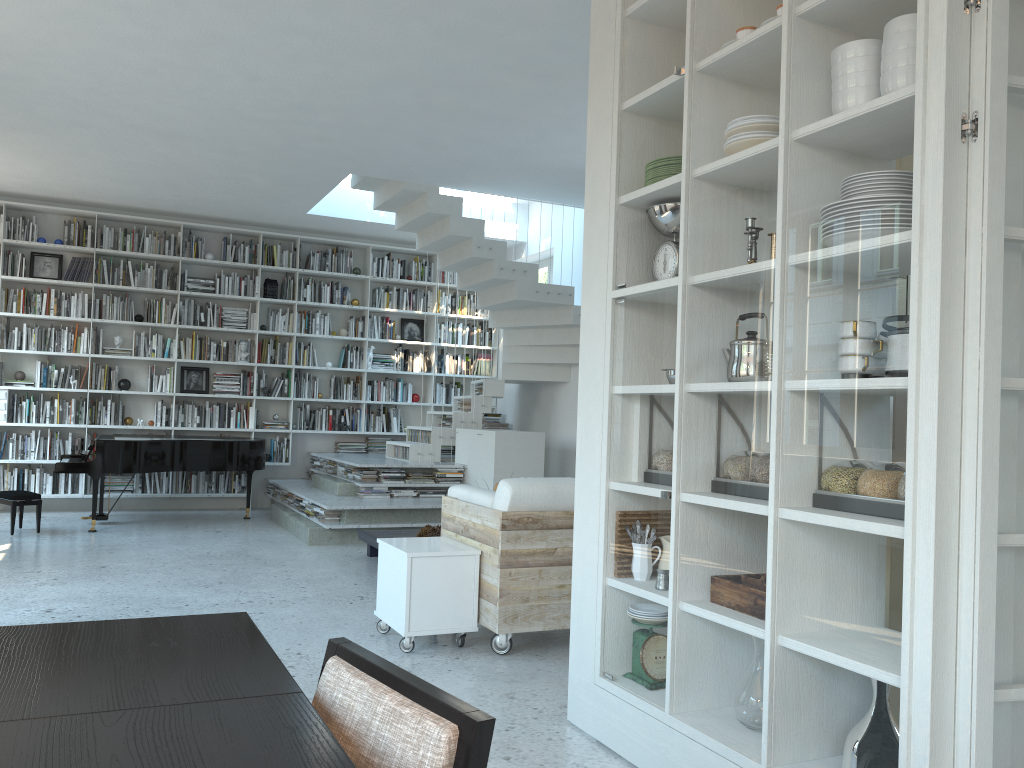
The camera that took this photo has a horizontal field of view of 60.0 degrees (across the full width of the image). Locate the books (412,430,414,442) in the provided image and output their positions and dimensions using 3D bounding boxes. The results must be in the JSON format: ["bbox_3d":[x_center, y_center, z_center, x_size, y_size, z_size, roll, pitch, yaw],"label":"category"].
[{"bbox_3d":[-1.038,0.578,9.795,0.125,0.125,0.009,3,-2,-25],"label":"books"}]

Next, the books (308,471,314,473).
[{"bbox_3d":[-2.285,1.030,10.346,0.159,0.009,0.210,3,-2,-21],"label":"books"}]

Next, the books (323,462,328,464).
[{"bbox_3d":[-1.978,0.870,9.795,0.167,0.008,0.234,3,-2,-26],"label":"books"}]

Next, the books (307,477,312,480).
[{"bbox_3d":[-2.284,1.099,10.346,0.163,0.019,0.187,3,-2,-26],"label":"books"}]

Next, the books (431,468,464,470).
[{"bbox_3d":[-0.646,0.849,8.846,0.285,0.013,0.181,3,-2,-30],"label":"books"}]

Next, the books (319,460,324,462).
[{"bbox_3d":[-2.105,0.874,10.072,0.143,0.012,0.264,3,-2,-20],"label":"books"}]

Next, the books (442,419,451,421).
[{"bbox_3d":[-0.688,0.406,10.020,0.140,0.022,0.181,3,-2,-32],"label":"books"}]

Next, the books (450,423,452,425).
[{"bbox_3d":[-0.575,0.436,9.523,0.172,0.019,0.240,2,-2,0],"label":"books"}]

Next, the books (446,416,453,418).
[{"bbox_3d":[-0.608,0.366,9.811,0.177,0.014,0.194,3,-2,-30],"label":"books"}]

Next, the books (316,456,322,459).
[{"bbox_3d":[-2.113,0.832,10.069,0.171,0.020,0.193,3,-2,-30],"label":"books"}]

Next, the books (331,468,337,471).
[{"bbox_3d":[-1.845,0.918,9.540,0.138,0.017,0.237,3,-2,-26],"label":"books"}]

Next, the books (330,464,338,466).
[{"bbox_3d":[-1.860,0.868,9.533,0.161,0.012,0.254,3,-2,-21],"label":"books"}]

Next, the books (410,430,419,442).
[{"bbox_3d":[-1.068,0.579,9.859,0.125,0.125,0.007,3,-2,-25],"label":"books"}]

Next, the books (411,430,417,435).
[{"bbox_3d":[-1.058,0.578,9.838,0.125,0.125,0.008,3,-2,-25],"label":"books"}]

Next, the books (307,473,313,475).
[{"bbox_3d":[-2.281,1.053,10.348,0.159,0.012,0.278,3,-2,-26],"label":"books"}]

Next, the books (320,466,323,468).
[{"bbox_3d":[-2.095,0.944,10.076,0.131,0.021,0.240,3,-2,-23],"label":"books"}]

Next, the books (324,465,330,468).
[{"bbox_3d":[-1.974,0.910,9.797,0.154,0.018,0.221,3,-2,-26],"label":"books"}]

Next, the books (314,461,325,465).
[{"bbox_3d":[-2.122,0.901,10.064,0.189,0.030,0.237,3,-2,-28],"label":"books"}]

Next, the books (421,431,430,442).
[{"bbox_3d":[-0.912,0.572,9.526,0.125,0.125,0.009,3,-2,-25],"label":"books"}]

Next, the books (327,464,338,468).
[{"bbox_3d":[-1.863,0.882,9.532,0.179,0.017,0.293,3,-2,-24],"label":"books"}]

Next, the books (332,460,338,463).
[{"bbox_3d":[-1.851,0.826,9.538,0.139,0.028,0.262,3,-2,-20],"label":"books"}]

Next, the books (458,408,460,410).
[{"bbox_3d":[-0.496,0.290,10.090,0.136,0.017,0.288,3,-2,-27],"label":"books"}]

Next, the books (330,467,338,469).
[{"bbox_3d":[-1.856,0.900,9.535,0.159,0.018,0.203,3,-2,-27],"label":"books"}]

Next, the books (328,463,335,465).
[{"bbox_3d":[-1.866,0.857,9.531,0.187,0.009,0.261,3,-2,-26],"label":"books"}]

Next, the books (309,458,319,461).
[{"bbox_3d":[-2.240,0.880,10.330,0.171,0.015,0.253,3,-2,-30],"label":"books"}]

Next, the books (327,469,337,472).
[{"bbox_3d":[-1.866,0.932,9.530,0.178,0.014,0.247,3,-2,-27],"label":"books"}]

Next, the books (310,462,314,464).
[{"bbox_3d":[-2.235,0.922,10.332,0.179,0.012,0.261,3,-2,-25],"label":"books"}]

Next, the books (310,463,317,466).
[{"bbox_3d":[-2.240,0.936,10.330,0.175,0.017,0.265,3,-2,-22],"label":"books"}]

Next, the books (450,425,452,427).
[{"bbox_3d":[-0.596,0.468,9.816,0.137,0.013,0.199,3,-2,-18],"label":"books"}]

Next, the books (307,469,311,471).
[{"bbox_3d":[-2.288,1.007,10.345,0.174,0.009,0.240,3,-2,-23],"label":"books"}]

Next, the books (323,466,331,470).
[{"bbox_3d":[-1.985,0.930,9.792,0.164,0.023,0.242,3,-2,-21],"label":"books"}]

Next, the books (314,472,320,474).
[{"bbox_3d":[-2.145,1.006,10.068,0.149,0.014,0.228,3,-2,-27],"label":"books"}]

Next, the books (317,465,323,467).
[{"bbox_3d":[-2.107,0.929,10.071,0.152,0.009,0.259,3,-2,-28],"label":"books"}]

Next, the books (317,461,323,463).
[{"bbox_3d":[-2.111,0.883,10.069,0.171,0.007,0.206,3,-2,-23],"label":"books"}]

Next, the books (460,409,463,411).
[{"bbox_3d":[-0.472,0.293,9.835,0.184,0.016,0.128,3,-2,-17],"label":"books"}]

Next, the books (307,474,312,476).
[{"bbox_3d":[-2.284,1.065,10.346,0.170,0.012,0.215,3,-2,-25],"label":"books"}]

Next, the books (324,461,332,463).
[{"bbox_3d":[-1.973,0.861,9.798,0.160,0.010,0.179,3,-2,-25],"label":"books"}]

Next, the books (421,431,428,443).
[{"bbox_3d":[-0.908,0.572,9.516,0.125,0.125,0.016,3,-2,-25],"label":"books"}]

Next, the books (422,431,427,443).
[{"bbox_3d":[-0.898,0.572,9.495,0.125,0.125,0.009,3,-2,-25],"label":"books"}]

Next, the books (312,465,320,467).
[{"bbox_3d":[-2.233,0.953,10.333,0.163,0.017,0.232,3,-2,-23],"label":"books"}]

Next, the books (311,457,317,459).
[{"bbox_3d":[-2.230,0.860,10.335,0.159,0.011,0.246,3,-2,-28],"label":"books"}]

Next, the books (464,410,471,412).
[{"bbox_3d":[-0.423,0.294,9.568,0.206,0.012,0.183,2,-2,3],"label":"books"}]

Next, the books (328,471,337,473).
[{"bbox_3d":[-1.872,0.944,9.527,0.182,0.011,0.253,3,-2,-21],"label":"books"}]

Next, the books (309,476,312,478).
[{"bbox_3d":[-2.283,1.087,10.347,0.144,0.005,0.257,3,-2,-20],"label":"books"}]

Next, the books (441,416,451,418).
[{"bbox_3d":[-0.691,0.374,10.018,0.161,0.012,0.195,3,-2,-28],"label":"books"}]

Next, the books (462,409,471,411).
[{"bbox_3d":[-0.423,0.281,9.563,0.215,0.013,0.189,2,-2,8],"label":"books"}]

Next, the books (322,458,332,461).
[{"bbox_3d":[-1.984,0.836,9.793,0.165,0.015,0.243,3,-2,-30],"label":"books"}]

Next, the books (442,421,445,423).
[{"bbox_3d":[-0.689,0.435,10.019,0.145,0.015,0.166,3,-2,-30],"label":"books"}]

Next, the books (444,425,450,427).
[{"bbox_3d":[-0.677,0.477,10.024,0.130,0.014,0.188,3,-2,-25],"label":"books"}]

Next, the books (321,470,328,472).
[{"bbox_3d":[-1.989,0.959,9.789,0.183,0.012,0.296,3,-2,-26],"label":"books"}]

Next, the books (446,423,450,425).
[{"bbox_3d":[-0.610,0.445,9.809,0.175,0.016,0.207,3,-2,-30],"label":"books"}]

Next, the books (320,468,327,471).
[{"bbox_3d":[-1.993,0.947,9.788,0.190,0.012,0.235,3,-2,-27],"label":"books"}]

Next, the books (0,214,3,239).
[{"bbox_3d":[-5.172,-1.573,9.003,0.024,0.252,0.235,3,-2,-25],"label":"books"}]

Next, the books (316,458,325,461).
[{"bbox_3d":[-2.105,0.859,10.072,0.163,0.018,0.289,3,-2,-26],"label":"books"}]

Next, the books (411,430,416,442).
[{"bbox_3d":[-1.054,0.578,9.829,0.125,0.125,0.010,3,-2,-25],"label":"books"}]

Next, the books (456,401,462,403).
[{"bbox_3d":[-0.513,0.208,10.083,0.173,0.011,0.203,3,-2,-30],"label":"books"}]

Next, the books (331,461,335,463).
[{"bbox_3d":[-1.841,0.847,9.542,0.128,0.013,0.296,3,-2,-27],"label":"books"}]

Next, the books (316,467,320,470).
[{"bbox_3d":[-2.113,0.962,10.068,0.173,0.017,0.233,3,-2,-26],"label":"books"}]

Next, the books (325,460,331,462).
[{"bbox_3d":[-1.973,0.850,9.798,0.149,0.013,0.220,3,-2,-22],"label":"books"}]

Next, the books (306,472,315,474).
[{"bbox_3d":[-2.292,1.038,10.343,0.184,0.006,0.262,3,-2,-24],"label":"books"}]
